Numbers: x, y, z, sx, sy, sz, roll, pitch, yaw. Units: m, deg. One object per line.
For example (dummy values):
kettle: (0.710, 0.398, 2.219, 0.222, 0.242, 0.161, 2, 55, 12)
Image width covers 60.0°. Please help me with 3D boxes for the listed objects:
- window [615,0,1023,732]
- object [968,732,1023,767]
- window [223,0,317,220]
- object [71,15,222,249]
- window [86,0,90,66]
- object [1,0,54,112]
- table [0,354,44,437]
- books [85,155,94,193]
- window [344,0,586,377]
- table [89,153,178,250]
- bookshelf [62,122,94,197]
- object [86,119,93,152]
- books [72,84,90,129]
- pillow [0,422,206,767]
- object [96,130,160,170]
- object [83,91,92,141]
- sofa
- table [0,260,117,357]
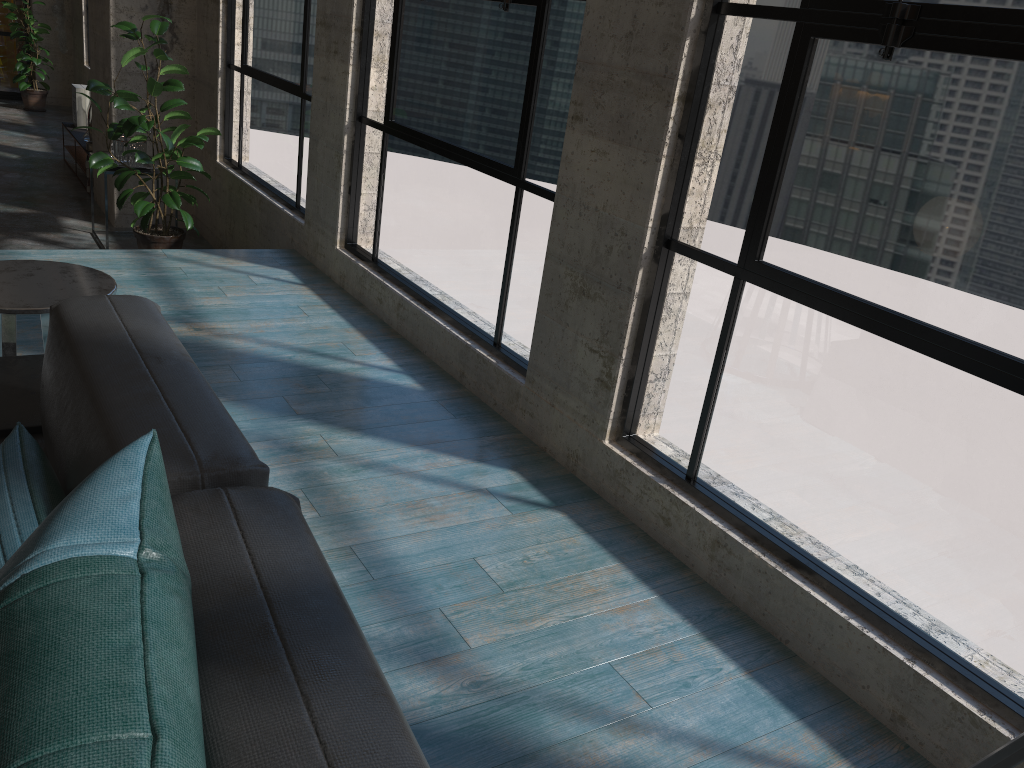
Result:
window: (0.982, -0.642, 1.641, 0.081, 2.530, 1.780, -6, 26, -32)
object: (0.715, 0.354, 1.039, 0.617, 1.406, 0.595, -5, 25, -31)
window: (-1.357, -2.374, 5.058, 0.081, 2.530, 1.780, -6, 26, -32)
object: (-2.202, -1.438, 5.438, 0.886, 1.552, 0.514, -13, 31, -44)
window: (-6.065, -5.858, 11.935, 0.081, 2.530, 7.902, -6, 26, -32)
object: (-5.809, -4.086, 10.653, 0.514, 1.552, 0.886, -7, 27, -35)
table: (-1.208, 0.194, 2.069, 0.420, 0.390, 0.413, -6, 26, -32)
books: (-3.449, -1.785, 7.507, 0.274, 0.263, 0.393, -1, 24, -23)
window: (-0.187, -1.508, 3.350, 0.081, 2.530, 1.780, -6, 26, -32)
table: (-2.602, -1.236, 6.096, 0.450, 0.563, 0.600, -6, 26, -32)
bookshelf: (-3.704, -2.017, 7.909, 0.350, 0.347, 1.600, -6, 26, -32)
object: (-3.408, -2.126, 7.371, 0.248, 0.333, 0.415, 9, 22, 1)
books: (-3.958, -2.572, 8.233, 0.191, 0.362, 0.277, -6, 26, -32)
pillow: (-0.560, 0.274, 1.013, 0.349, 0.466, 1.042, -1, 24, -23)
object: (-2.549, -1.591, 5.894, 0.327, 0.253, 0.546, -6, 26, -32)
object: (-3.671, -2.370, 7.833, 0.199, 0.365, 0.703, 0, 23, -22)
sofa: (-0.649, 0.455, 1.217, 1.019, 0.680, 2.063, -6, 26, -32)
table: (-1.365, -0.060, 2.516, 0.620, 0.472, 0.620, -4, 25, -30)
